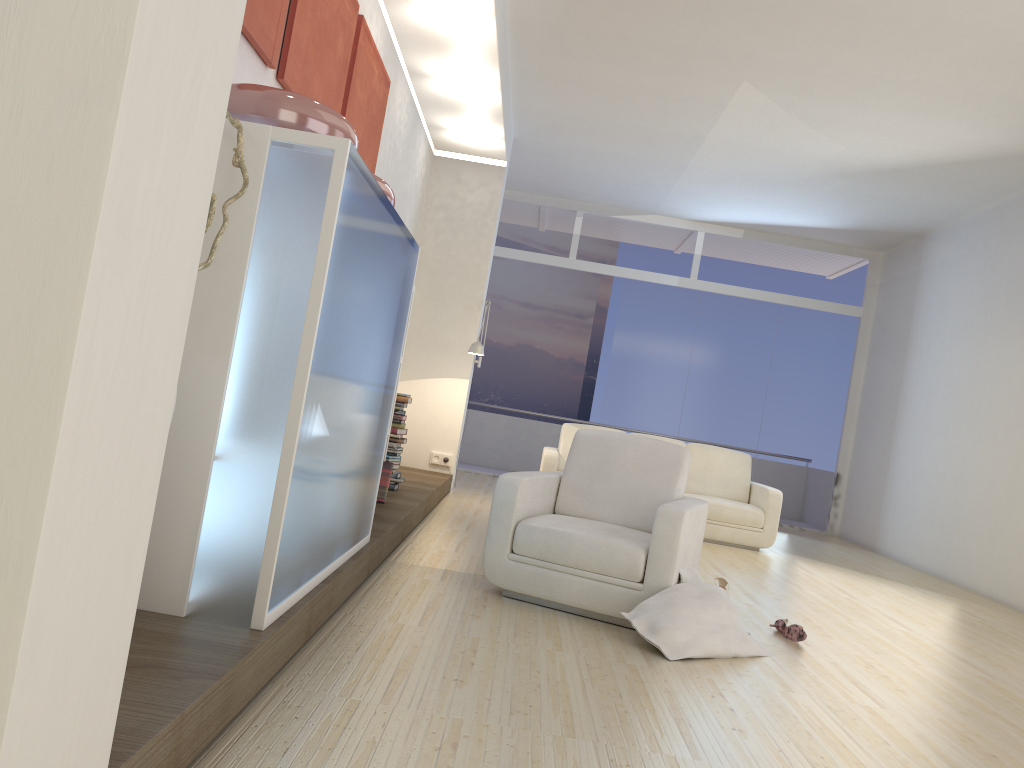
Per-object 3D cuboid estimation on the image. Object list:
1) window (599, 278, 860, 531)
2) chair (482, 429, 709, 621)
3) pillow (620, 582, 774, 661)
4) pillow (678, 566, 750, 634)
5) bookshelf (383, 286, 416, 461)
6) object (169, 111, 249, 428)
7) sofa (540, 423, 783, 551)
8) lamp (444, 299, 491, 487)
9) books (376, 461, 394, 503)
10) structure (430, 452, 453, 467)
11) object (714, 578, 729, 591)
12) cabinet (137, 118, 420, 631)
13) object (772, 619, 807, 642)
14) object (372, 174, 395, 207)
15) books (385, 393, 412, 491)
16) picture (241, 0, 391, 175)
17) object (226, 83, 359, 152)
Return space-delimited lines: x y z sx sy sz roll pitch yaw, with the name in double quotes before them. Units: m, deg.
"window" 2.650 0.246 11.088 2.988 2.706 0.012 10 -2 1
"chair" 0.484 0.654 4.507 0.919 0.828 0.941 9 -2 21
"pillow" 0.822 1.032 3.850 0.712 0.287 0.299 11 -2 -36
"pillow" 0.910 1.021 4.130 0.312 0.315 0.615 9 -2 28
"bookshelf" -0.983 -0.006 4.933 0.465 1.396 1.599 10 -2 1
"object" -0.919 -0.079 2.300 0.250 1.422 0.277 10 -2 5
"sofa" 1.343 0.924 8.366 2.166 0.862 0.941 10 -2 1
"lamp" -0.428 0.077 8.296 0.204 1.841 0.891 10 -2 -3
"books" -0.969 0.569 5.127 0.274 0.281 1.125 9 -2 8
"structure" -0.678 0.723 8.502 0.206 0.114 0.028 10 -2 1
"object" 1.143 1.154 4.872 0.089 0.149 0.265 9 -2 14
"cabinet" -0.899 -0.035 3.315 0.689 1.396 1.670 10 -2 1
"object" 1.360 1.216 4.414 0.121 0.091 0.287 10 -2 0
"object" -0.758 -0.811 3.733 0.546 0.206 0.534 9 -2 38
"books" -0.907 0.404 6.460 0.329 0.694 0.270 10 -2 1
"picture" -0.916 -1.681 4.306 0.030 0.794 3.227 10 -2 1
"object" -0.774 -0.836 2.930 0.534 0.206 0.546 10 -2 -12
